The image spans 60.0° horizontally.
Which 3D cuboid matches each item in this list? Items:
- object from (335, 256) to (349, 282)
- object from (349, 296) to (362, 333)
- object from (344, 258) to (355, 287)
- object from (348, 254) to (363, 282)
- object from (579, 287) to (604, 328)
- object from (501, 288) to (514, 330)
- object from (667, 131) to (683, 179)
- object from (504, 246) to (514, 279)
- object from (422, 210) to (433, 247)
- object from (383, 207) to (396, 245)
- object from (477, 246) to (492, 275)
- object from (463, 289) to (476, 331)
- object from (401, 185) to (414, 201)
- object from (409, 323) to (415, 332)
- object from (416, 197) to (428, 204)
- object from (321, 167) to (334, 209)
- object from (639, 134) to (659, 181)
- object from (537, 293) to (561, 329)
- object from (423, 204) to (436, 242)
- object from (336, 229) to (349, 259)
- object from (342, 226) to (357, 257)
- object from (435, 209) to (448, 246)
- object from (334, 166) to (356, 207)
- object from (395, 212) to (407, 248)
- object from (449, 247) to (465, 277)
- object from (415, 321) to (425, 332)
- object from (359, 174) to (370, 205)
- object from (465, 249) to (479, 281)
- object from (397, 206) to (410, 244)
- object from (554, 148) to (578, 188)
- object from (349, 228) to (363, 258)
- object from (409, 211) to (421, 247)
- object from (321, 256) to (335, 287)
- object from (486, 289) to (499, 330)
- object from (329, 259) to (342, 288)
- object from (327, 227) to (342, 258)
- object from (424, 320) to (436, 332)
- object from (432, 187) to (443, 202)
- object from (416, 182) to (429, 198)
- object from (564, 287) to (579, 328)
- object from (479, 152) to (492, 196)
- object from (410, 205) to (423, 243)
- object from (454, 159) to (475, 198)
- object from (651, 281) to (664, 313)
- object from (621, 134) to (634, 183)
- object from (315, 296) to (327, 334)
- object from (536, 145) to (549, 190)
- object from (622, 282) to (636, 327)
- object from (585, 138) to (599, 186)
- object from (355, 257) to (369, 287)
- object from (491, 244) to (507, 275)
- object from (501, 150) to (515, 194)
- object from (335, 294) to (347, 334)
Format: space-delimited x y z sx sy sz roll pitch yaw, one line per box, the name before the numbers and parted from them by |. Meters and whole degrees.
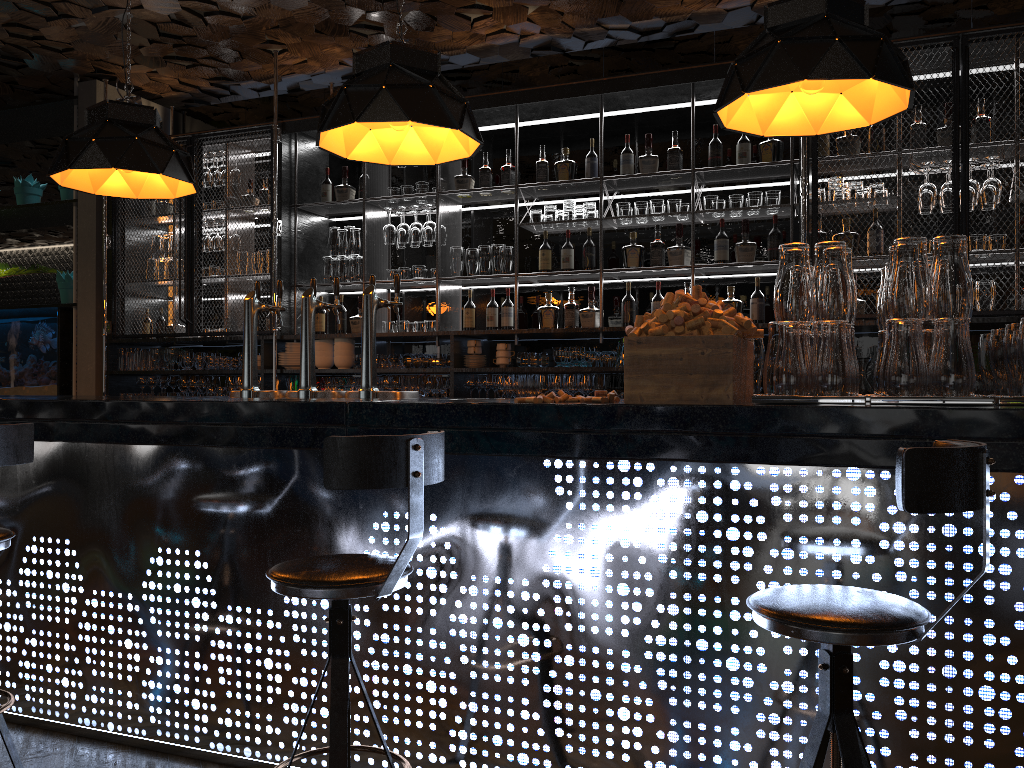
object | -1.215 -0.810 6.346 0.105 0.209 0.105 0 0 -23
object | -1.068 -0.479 6.280 0.123 0.279 0.123 0 0 35
object | -1.181 -0.809 6.450 0.105 0.209 0.105 0 0 -23
object | -1.112 -0.810 6.292 0.105 0.209 0.105 0 0 -23
object | 0.507 -0.479 5.650 0.123 0.279 0.123 0 0 35
object | -0.027 -0.490 5.887 0.086 0.298 0.086 0 0 -19
object | 1.006 -1.416 5.471 0.083 0.282 0.083 0 0 22
object | -0.038 -0.810 5.938 0.105 0.209 0.105 0 0 -23
object | -0.589 -1.087 6.186 0.092 0.244 0.092 0 0 -18
object | -0.844 -1.088 6.111 0.092 0.244 0.092 0 0 -18
object | -0.181 -0.810 5.904 0.105 0.209 0.105 0 0 -23
object | -0.284 -0.489 5.988 0.086 0.299 0.086 0 0 -19
object | -0.725 -1.320 6.137 0.089 0.092 0.089 0 0 -10
object | -0.720 -0.385 6.271 0.089 0.092 0.089 0 0 -6
object | -0.633 -1.320 6.232 0.089 0.092 0.089 0 0 32
object | -1.342 -1.424 6.444 0.086 0.298 0.086 0 0 -19
object | 0.851 -1.414 5.518 0.123 0.279 0.123 0 0 11
object | 0.240 -0.464 5.771 0.151 0.248 0.094 0 0 11
object | -0.554 -1.088 5.994 0.092 0.244 0.092 0 0 -18
object | -1.235 -1.018 6.475 0.105 0.209 0.105 0 0 -23
object | -1.160 -1.018 6.334 0.105 0.209 0.105 0 0 -23
object | -0.492 -1.087 6.148 0.092 0.244 0.092 0 0 -18
object | -1.192 -1.413 6.336 0.123 0.279 0.123 0 0 10
object | -0.783 -1.087 6.264 0.092 0.244 0.092 0 0 -18
object | -0.368 -0.811 5.950 0.105 0.209 0.105 0 0 -23
object | -0.631 -0.385 6.144 0.089 0.092 0.089 0 0 32
object | -1.042 -1.424 6.294 0.086 0.299 0.086 0 0 -19
object | -0.267 -0.810 6.033 0.105 0.209 0.105 0 0 -23
object | -0.742 -1.088 6.070 0.092 0.244 0.092 0 0 -18
object | 0.348 -1.398 5.733 0.151 0.248 0.094 0 0 26
object | -1.131 -1.018 6.420 0.105 0.209 0.105 0 0 -23
object | -0.681 -1.087 6.223 0.092 0.244 0.092 0 0 -18
object | -1.325 -0.810 6.390 0.105 0.209 0.105 0 0 -23
object | -0.128 -0.490 5.953 0.086 0.298 0.086 0 0 -19
object | -1.292 -0.809 6.503 0.105 0.209 0.105 0 0 -23
object | -1.272 -1.018 6.369 0.105 0.209 0.105 0 0 -23
object | -0.556 -0.386 6.046 0.089 0.092 0.089 0 0 32
object | -0.513 -1.320 6.196 0.089 0.092 0.089 0 0 -10
object | -0.610 -1.321 6.037 0.089 0.092 0.089 0 0 -10
object | 0.384 -0.482 5.714 0.083 0.282 0.083 0 0 22
object | -0.177 -1.409 5.944 0.083 0.282 0.083 0 0 7
object | -0.650 -1.088 6.033 0.092 0.244 0.092 0 0 -18
object | -0.322 -1.407 6.004 0.123 0.279 0.123 0 0 10
object | 0.909 -0.490 5.512 0.086 0.298 0.086 0 0 -19
object | 0.728 -1.424 5.590 0.086 0.298 0.086 0 0 -19
object | -1.385 -0.488 6.428 0.086 0.299 0.086 0 0 -19
object | 0.199 -1.416 5.793 0.083 0.282 0.083 0 0 7
object | 0.729 -0.490 5.549 0.086 0.297 0.086 0 0 -34
object | 0.513 -1.423 5.683 0.086 0.298 0.086 0 0 -19
object | -1.083 -0.809 6.400 0.105 0.209 0.105 0 0 -23
object | -0.089 -0.811 5.842 0.105 0.209 0.105 0 0 -23
object | -0.022 -1.409 5.882 0.083 0.282 0.083 0 0 37
object | -1.218 -0.489 6.328 0.086 0.297 0.086 0 0 -34
